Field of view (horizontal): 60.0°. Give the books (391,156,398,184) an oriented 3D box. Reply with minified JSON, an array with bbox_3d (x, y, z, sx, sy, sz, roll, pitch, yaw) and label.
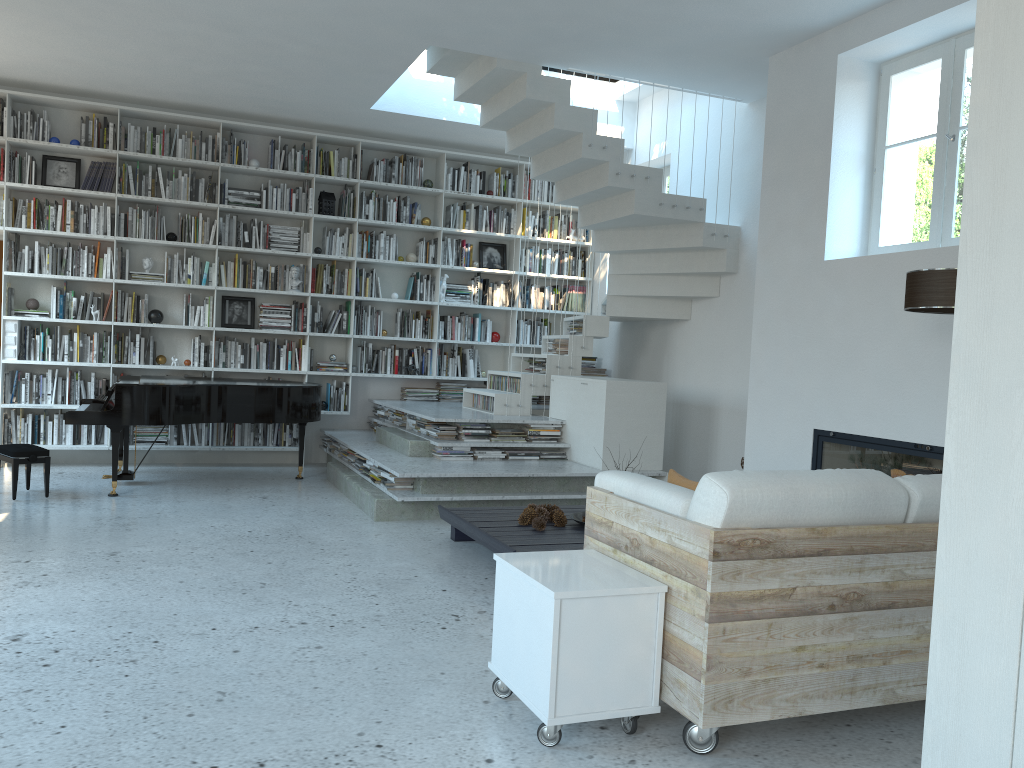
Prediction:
[{"bbox_3d":[-1.166,-2.081,8.730,0.024,0.292,0.167,2,3,-22],"label":"books"}]

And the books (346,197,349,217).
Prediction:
[{"bbox_3d":[-1.605,-1.690,8.579,0.013,0.211,0.140,2,3,-22],"label":"books"}]

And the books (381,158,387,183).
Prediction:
[{"bbox_3d":[-1.266,-2.066,8.689,0.030,0.255,0.161,2,3,-22],"label":"books"}]

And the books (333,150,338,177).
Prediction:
[{"bbox_3d":[-1.704,-2.091,8.519,0.030,0.274,0.151,2,3,-22],"label":"books"}]

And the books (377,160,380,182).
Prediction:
[{"bbox_3d":[-1.317,-2.054,8.656,0.013,0.229,0.173,2,3,-22],"label":"books"}]

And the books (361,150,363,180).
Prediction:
[{"bbox_3d":[-1.472,-2.097,8.584,0.019,0.304,0.175,2,3,-22],"label":"books"}]

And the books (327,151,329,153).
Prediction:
[{"bbox_3d":[-1.776,-2.089,8.503,0.007,0.264,0.133,2,3,-22],"label":"books"}]

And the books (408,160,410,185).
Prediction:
[{"bbox_3d":[-1.040,-2.067,8.780,0.008,0.275,0.163,2,3,-22],"label":"books"}]

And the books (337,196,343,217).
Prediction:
[{"bbox_3d":[-1.663,-1.693,8.562,0.019,0.214,0.156,2,3,-22],"label":"books"}]

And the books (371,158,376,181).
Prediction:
[{"bbox_3d":[-1.358,-2.063,8.643,0.009,0.244,0.173,2,3,-22],"label":"books"}]

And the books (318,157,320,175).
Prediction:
[{"bbox_3d":[-1.853,-2.056,8.456,0.015,0.193,0.160,2,3,-22],"label":"books"}]

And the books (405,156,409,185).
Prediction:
[{"bbox_3d":[-1.058,-2.079,8.746,0.015,0.299,0.183,2,3,-22],"label":"books"}]

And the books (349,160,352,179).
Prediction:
[{"bbox_3d":[-1.574,-2.046,8.564,0.022,0.194,0.181,2,3,-22],"label":"books"}]

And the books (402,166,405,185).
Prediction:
[{"bbox_3d":[-1.091,-2.031,8.739,0.018,0.201,0.188,2,3,-22],"label":"books"}]

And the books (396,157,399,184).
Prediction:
[{"bbox_3d":[-1.151,-2.082,8.749,0.017,0.295,0.138,2,3,-22],"label":"books"}]

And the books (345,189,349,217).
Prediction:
[{"bbox_3d":[-1.608,-1.728,8.555,0.021,0.288,0.179,2,3,-22],"label":"books"}]

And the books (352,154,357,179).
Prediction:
[{"bbox_3d":[-1.532,-2.073,8.562,0.029,0.253,0.186,2,3,-22],"label":"books"}]

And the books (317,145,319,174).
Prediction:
[{"bbox_3d":[-1.858,-2.108,8.444,0.007,0.298,0.181,2,3,-22],"label":"books"}]

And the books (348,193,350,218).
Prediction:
[{"bbox_3d":[-1.592,-1.711,8.572,0.005,0.255,0.158,2,3,-22],"label":"books"}]

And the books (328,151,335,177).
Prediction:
[{"bbox_3d":[-1.736,-2.082,8.485,0.054,0.255,0.190,2,3,-22],"label":"books"}]

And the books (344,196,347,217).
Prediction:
[{"bbox_3d":[-1.627,-1.693,8.572,0.024,0.217,0.168,2,3,-22],"label":"books"}]

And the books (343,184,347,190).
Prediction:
[{"bbox_3d":[-1.629,-1.755,8.568,0.025,0.339,0.142,2,3,-22],"label":"books"}]

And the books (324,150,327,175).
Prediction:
[{"bbox_3d":[-1.790,-2.088,8.479,0.008,0.262,0.142,2,3,-22],"label":"books"}]

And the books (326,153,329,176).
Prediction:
[{"bbox_3d":[-1.774,-2.073,8.467,0.015,0.234,0.171,2,3,-22],"label":"books"}]

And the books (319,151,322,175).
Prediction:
[{"bbox_3d":[-1.832,-2.077,8.436,0.007,0.239,0.191,2,3,-22],"label":"books"}]

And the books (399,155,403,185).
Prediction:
[{"bbox_3d":[-1.105,-2.088,8.747,0.006,0.312,0.179,2,3,-22],"label":"books"}]

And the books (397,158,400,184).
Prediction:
[{"bbox_3d":[-1.134,-2.076,8.751,0.007,0.285,0.159,2,3,-22],"label":"books"}]

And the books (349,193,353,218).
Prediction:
[{"bbox_3d":[-1.566,-1.706,8.568,0.013,0.248,0.186,2,3,-22],"label":"books"}]

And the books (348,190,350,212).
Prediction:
[{"bbox_3d":[-1.593,-1.729,8.601,0.013,0.289,0.131,2,3,-22],"label":"books"}]

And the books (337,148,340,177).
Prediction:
[{"bbox_3d":[-1.679,-2.101,8.510,0.010,0.298,0.167,2,3,-22],"label":"books"}]

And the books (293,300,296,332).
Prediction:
[{"bbox_3d":[-2.086,-0.648,8.480,0.011,0.299,0.130,2,3,-22],"label":"books"}]

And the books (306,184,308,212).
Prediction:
[{"bbox_3d":[-1.968,-1.746,8.446,0.010,0.299,0.133,2,3,-22],"label":"books"}]

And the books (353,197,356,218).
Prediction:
[{"bbox_3d":[-1.538,-1.688,8.580,0.008,0.214,0.223,2,3,-22],"label":"books"}]

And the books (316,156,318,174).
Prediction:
[{"bbox_3d":[-1.878,-2.063,8.458,0.016,0.204,0.143,2,3,-22],"label":"books"}]

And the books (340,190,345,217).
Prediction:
[{"bbox_3d":[-1.643,-1.721,8.534,0.021,0.272,0.190,2,3,-22],"label":"books"}]

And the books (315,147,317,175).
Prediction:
[{"bbox_3d":[-1.879,-2.099,8.431,0.008,0.279,0.170,2,3,-22],"label":"books"}]

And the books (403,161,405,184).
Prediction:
[{"bbox_3d":[-1.083,-2.057,8.757,0.008,0.251,0.170,2,3,-22],"label":"books"}]

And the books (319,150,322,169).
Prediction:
[{"bbox_3d":[-1.831,-2.088,8.452,0.006,0.260,0.166,2,3,-22],"label":"books"}]

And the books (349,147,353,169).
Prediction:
[{"bbox_3d":[-1.561,-2.114,8.583,0.012,0.330,0.128,2,3,-22],"label":"books"}]

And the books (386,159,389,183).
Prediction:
[{"bbox_3d":[-1.243,-2.065,8.701,0.021,0.256,0.168,2,3,-22],"label":"books"}]

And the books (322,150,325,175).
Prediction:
[{"bbox_3d":[-1.807,-2.088,8.464,0.034,0.261,0.157,2,3,-22],"label":"books"}]

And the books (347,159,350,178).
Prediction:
[{"bbox_3d":[-1.599,-2.052,8.561,0.025,0.203,0.162,2,3,-22],"label":"books"}]

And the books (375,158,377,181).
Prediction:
[{"bbox_3d":[-1.352,-2.063,8.655,0.011,0.244,0.172,2,3,-22],"label":"books"}]

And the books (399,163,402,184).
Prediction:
[{"bbox_3d":[-1.116,-2.048,8.739,0.018,0.231,0.160,2,3,-22],"label":"books"}]

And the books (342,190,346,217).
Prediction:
[{"bbox_3d":[-1.633,-1.721,8.552,0.022,0.272,0.181,2,3,-22],"label":"books"}]

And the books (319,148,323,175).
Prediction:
[{"bbox_3d":[-1.829,-2.098,8.464,0.007,0.279,0.150,2,3,-22],"label":"books"}]

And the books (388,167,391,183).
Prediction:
[{"bbox_3d":[-1.227,-2.032,8.728,0.031,0.190,0.132,2,3,-22],"label":"books"}]

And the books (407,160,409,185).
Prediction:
[{"bbox_3d":[-1.051,-2.070,8.780,0.012,0.280,0.144,2,3,-22],"label":"books"}]

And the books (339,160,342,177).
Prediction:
[{"bbox_3d":[-1.666,-2.042,8.516,0.022,0.180,0.172,2,3,-22],"label":"books"}]

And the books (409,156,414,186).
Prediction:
[{"bbox_3d":[-1.006,-2.082,8.782,0.008,0.307,0.182,2,3,-22],"label":"books"}]

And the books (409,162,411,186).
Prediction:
[{"bbox_3d":[-1.026,-2.055,8.786,0.024,0.252,0.149,2,3,-22],"label":"books"}]

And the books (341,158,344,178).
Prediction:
[{"bbox_3d":[-1.644,-2.052,8.526,0.024,0.202,0.180,2,3,-22],"label":"books"}]

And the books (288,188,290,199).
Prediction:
[{"bbox_3d":[-2.119,-1.721,8.382,0.011,0.239,0.139,2,3,-22],"label":"books"}]

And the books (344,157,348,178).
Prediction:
[{"bbox_3d":[-1.617,-2.057,8.532,0.031,0.213,0.169,2,3,-22],"label":"books"}]

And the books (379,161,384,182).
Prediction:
[{"bbox_3d":[-1.294,-2.052,8.680,0.028,0.226,0.163,2,3,-22],"label":"books"}]

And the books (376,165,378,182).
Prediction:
[{"bbox_3d":[-1.333,-2.032,8.664,0.009,0.183,0.160,2,3,-22],"label":"books"}]

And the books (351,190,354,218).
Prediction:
[{"bbox_3d":[-1.555,-1.729,8.608,0.005,0.292,0.130,2,3,-22],"label":"books"}]

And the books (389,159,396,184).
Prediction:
[{"bbox_3d":[-1.183,-2.063,8.700,0.028,0.258,0.184,2,3,-22],"label":"books"}]

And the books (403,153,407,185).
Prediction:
[{"bbox_3d":[-1.074,-2.095,8.757,0.007,0.329,0.183,2,3,-22],"label":"books"}]

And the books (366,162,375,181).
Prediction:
[{"bbox_3d":[-1.382,-2.044,8.628,0.046,0.206,0.183,2,3,-22],"label":"books"}]
